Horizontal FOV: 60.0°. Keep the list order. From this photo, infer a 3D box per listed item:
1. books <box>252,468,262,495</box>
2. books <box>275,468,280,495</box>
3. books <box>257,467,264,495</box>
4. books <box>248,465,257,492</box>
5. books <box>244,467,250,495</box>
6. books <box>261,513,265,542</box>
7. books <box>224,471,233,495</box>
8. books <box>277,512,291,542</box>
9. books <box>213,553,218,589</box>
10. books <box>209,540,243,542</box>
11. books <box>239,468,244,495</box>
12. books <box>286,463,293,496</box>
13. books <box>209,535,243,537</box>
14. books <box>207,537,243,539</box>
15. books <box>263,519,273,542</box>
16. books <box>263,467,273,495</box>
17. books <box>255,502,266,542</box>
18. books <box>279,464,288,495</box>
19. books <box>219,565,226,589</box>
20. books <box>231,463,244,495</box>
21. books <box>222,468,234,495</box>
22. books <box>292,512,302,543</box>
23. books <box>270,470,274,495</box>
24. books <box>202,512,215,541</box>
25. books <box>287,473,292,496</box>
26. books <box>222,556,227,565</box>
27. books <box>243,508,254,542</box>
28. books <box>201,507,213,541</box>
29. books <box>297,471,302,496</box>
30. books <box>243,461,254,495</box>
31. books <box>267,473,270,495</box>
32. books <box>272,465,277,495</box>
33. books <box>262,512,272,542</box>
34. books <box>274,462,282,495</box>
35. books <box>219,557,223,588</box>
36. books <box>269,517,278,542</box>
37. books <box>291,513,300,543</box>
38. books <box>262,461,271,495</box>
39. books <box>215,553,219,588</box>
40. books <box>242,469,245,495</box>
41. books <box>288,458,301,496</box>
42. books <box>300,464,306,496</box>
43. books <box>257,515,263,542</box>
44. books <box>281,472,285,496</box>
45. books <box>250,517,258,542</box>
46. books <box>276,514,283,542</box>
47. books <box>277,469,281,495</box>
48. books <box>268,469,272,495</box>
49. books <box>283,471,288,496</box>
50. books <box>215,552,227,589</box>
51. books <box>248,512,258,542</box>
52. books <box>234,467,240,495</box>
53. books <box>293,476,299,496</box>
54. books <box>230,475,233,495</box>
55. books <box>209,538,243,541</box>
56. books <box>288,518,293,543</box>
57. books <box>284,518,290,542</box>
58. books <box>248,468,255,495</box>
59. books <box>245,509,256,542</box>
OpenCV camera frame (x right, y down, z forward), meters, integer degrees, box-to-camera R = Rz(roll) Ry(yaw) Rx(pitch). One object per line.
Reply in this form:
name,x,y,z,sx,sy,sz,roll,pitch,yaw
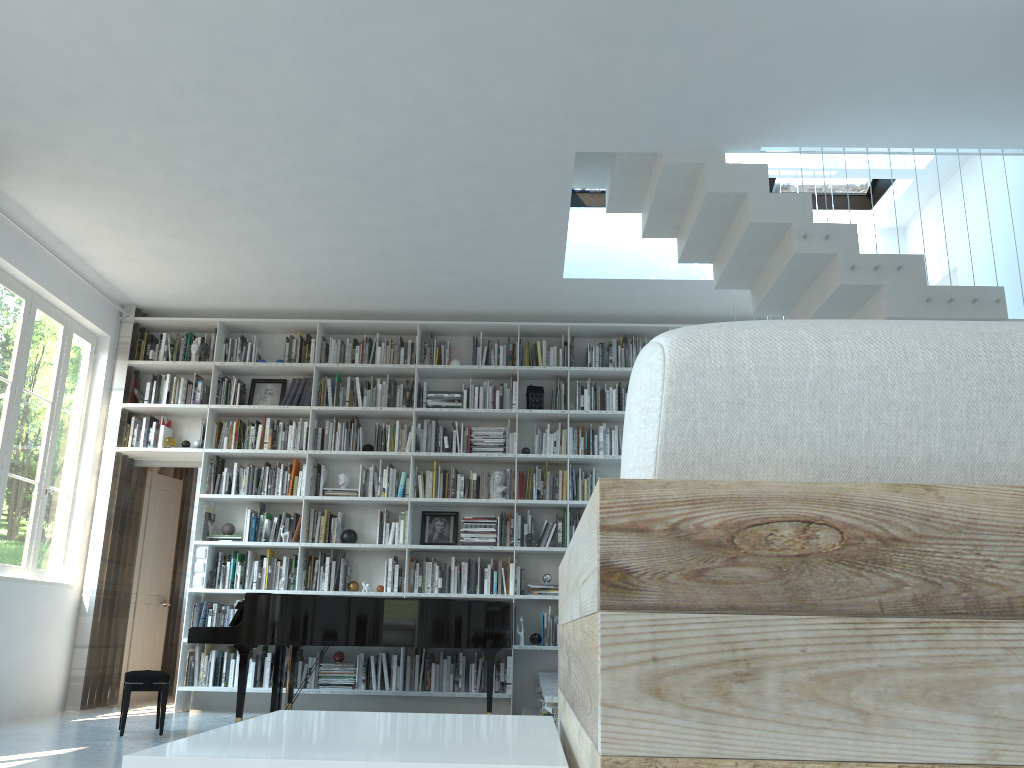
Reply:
books,-2.081,0.822,7.270,0.023,0.241,0.185,1,-16,1
books,-1.913,0.824,7.281,0.011,0.251,0.139,1,-15,1
books,-2.045,0.820,7.288,0.048,0.255,0.142,1,-15,1
books,-2.131,0.810,7.283,0.011,0.270,0.158,1,-15,1
books,-2.148,0.816,7.263,0.021,0.246,0.189,1,-16,1
books,-1.994,1.176,7.183,0.022,0.248,0.129,1,-15,1
books,-2.303,0.832,7.253,0.028,0.203,0.188,1,-16,1
books,-1.843,1.172,7.169,0.060,0.254,0.159,1,-15,1
books,-2.348,1.506,7.100,0.008,0.284,0.160,1,-15,1
books,-2.294,1.274,7.160,0.254,0.012,0.161,1,-16,2
books,-2.208,0.825,7.292,0.049,0.242,0.139,1,-15,1
books,-1.824,0.806,7.288,0.015,0.292,0.144,1,-15,1
books,-2.294,1.239,7.170,0.254,0.012,0.161,1,-16,2
books,-2.294,1.248,7.160,0.285,0.012,0.160,0,-16,5
books,-1.958,1.197,7.145,0.029,0.189,0.189,1,-16,1
books,-1.999,0.819,7.280,0.021,0.256,0.156,1,-15,1
books,-2.040,1.134,7.196,0.011,0.335,0.154,1,-15,1
books,-1.872,0.808,7.265,0.015,0.274,0.157,1,-15,1
books,-2.276,1.543,7.051,0.019,0.188,0.194,1,-16,1
books,-2.255,0.802,7.283,0.023,0.280,0.174,1,-15,1
books,-2.327,0.819,7.267,0.022,0.235,0.177,1,-16,1
books,-1.694,1.155,7.136,0.082,0.275,0.229,1,-16,1
books,-1.948,0.833,7.273,0.013,0.227,0.152,1,-16,1
books,-2.456,1.170,7.184,0.028,0.242,0.157,1,-15,1
books,-1.812,0.845,7.262,0.013,0.203,0.162,1,-16,1
books,-2.288,1.512,7.077,0.007,0.263,0.177,1,-16,1
books,-2.136,1.154,7.181,0.012,0.284,0.160,1,-15,1
books,-2.476,1.152,7.200,0.012,0.284,0.160,1,-15,1
books,-1.724,0.838,7.266,0.031,0.223,0.145,1,-15,1
books,-2.163,0.796,7.277,0.011,0.292,0.184,1,-15,1
books,-1.978,0.844,7.273,0.021,0.204,0.130,1,-15,1
books,-1.935,0.811,7.274,0.012,0.271,0.146,1,-15,1
books,-1.977,1.171,7.165,0.011,0.249,0.172,1,-16,1
books,-1.923,0.800,7.293,0.011,0.303,0.130,1,-15,1
books,-2.303,1.520,7.095,0.022,0.256,0.142,1,-15,1
books,-1.915,1.195,7.179,0.056,0.213,0.143,1,-16,1
books,-1.745,1.177,7.171,0.021,0.250,0.154,1,-15,1
books,-2.015,0.795,7.276,0.013,0.299,0.152,1,-15,1
books,-2.336,1.504,7.099,0.016,0.288,0.153,1,-15,1
books,-2.176,0.827,7.271,0.014,0.229,0.148,1,-15,1
books,-1.786,0.787,7.278,0.035,0.324,0.170,1,-15,1
books,-1.695,0.810,7.279,0.027,0.285,0.148,1,-15,1
books,-2.020,1.186,7.188,0.030,0.231,0.148,1,-15,1
books,-1.859,0.839,7.270,0.012,0.216,0.160,1,-16,1
books,-2.062,1.186,7.147,0.029,0.207,0.190,1,-16,1
books,-1.880,1.182,7.182,0.013,0.241,0.142,1,-15,1
books,-1.893,0.831,7.289,0.028,0.241,0.132,1,-15,1
books,-1.961,0.829,7.262,0.013,0.228,0.177,1,-16,1
books,-1.843,0.839,7.274,0.021,0.220,0.149,1,-16,1
books,-2.321,1.500,7.092,0.014,0.293,0.172,1,-15,1
books,-2.091,1.171,7.183,0.031,0.254,0.143,1,-15,1
books,-2.238,0.817,7.270,0.011,0.245,0.177,1,-16,1
books,-1.755,0.857,7.262,0.030,0.183,0.152,1,-16,1
books,-2.278,0.853,7.293,0.021,0.187,0.129,1,-16,1
books,-2.294,1.261,7.159,0.254,0.012,0.161,2,-16,-2
books,-1.770,1.196,7.164,0.027,0.209,0.144,1,-16,1
books,-1.799,1.194,7.154,0.030,0.207,0.173,1,-16,1
books,-2.114,0.821,7.262,0.024,0.236,0.167,1,-16,1
books,-2.118,1.160,7.178,0.024,0.272,0.151,1,-15,1
